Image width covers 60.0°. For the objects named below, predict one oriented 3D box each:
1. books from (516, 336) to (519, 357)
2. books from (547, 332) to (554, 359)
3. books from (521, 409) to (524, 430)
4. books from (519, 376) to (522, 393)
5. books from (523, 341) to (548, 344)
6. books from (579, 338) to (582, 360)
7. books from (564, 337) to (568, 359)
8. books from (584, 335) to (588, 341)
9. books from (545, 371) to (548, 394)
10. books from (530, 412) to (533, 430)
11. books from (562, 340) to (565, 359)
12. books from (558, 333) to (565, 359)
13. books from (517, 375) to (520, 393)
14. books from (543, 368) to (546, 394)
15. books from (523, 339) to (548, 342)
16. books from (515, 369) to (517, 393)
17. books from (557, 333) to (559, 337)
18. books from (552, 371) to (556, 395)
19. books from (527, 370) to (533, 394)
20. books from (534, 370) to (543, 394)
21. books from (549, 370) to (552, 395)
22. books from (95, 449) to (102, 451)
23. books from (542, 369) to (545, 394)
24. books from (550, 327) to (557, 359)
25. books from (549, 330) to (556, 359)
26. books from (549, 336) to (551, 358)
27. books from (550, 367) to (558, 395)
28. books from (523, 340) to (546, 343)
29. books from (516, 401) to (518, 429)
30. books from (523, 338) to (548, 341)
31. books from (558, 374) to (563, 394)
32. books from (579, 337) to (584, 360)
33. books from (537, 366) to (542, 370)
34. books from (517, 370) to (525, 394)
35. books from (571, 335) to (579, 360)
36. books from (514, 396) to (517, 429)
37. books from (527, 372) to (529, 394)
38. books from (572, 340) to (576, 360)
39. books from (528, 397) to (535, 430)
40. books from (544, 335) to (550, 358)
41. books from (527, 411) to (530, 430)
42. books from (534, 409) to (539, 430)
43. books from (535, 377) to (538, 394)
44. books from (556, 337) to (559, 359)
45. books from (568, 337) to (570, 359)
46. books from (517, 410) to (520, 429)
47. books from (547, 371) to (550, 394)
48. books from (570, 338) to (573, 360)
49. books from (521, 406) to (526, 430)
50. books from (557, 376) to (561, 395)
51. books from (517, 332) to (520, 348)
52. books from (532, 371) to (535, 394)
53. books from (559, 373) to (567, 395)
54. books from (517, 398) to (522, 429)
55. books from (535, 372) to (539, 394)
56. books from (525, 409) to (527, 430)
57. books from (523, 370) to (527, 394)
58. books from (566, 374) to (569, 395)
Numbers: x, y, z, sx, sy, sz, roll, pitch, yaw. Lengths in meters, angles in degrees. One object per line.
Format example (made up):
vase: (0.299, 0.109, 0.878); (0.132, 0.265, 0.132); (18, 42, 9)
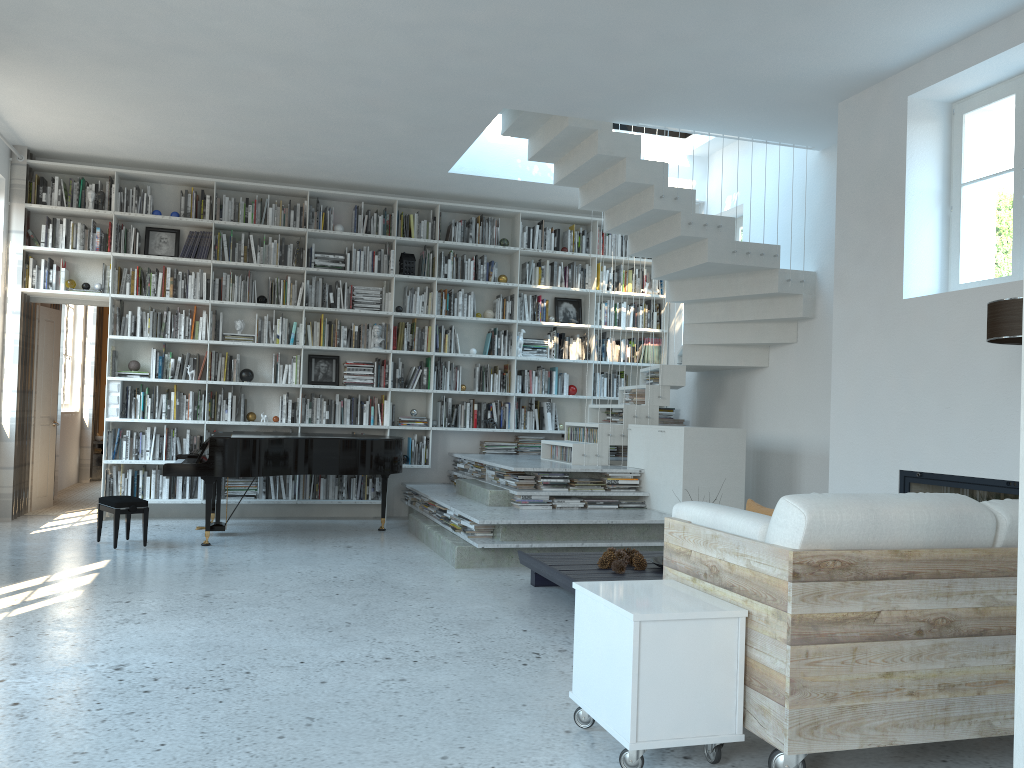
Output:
books: (0.031, -0.380, 9.126); (0.027, 0.221, 0.184); (2, -2, -17)
books: (0.398, -0.395, 9.267); (0.012, 0.285, 0.159); (2, -1, -17)
books: (0.089, 0.361, 9.161); (0.023, 0.214, 0.163); (2, -2, -17)
books: (0.063, 0.009, 9.146); (0.022, 0.184, 0.162); (2, -2, -17)
books: (0.213, -0.424, 9.206); (0.285, 0.012, 0.159); (2, -2, -15)
books: (0.688, -0.360, 9.332); (0.041, 0.239, 0.176); (2, -2, -17)
books: (0.549, -0.367, 9.302); (0.031, 0.242, 0.147); (2, -1, -17)
books: (0.784, -0.377, 9.392); (0.029, 0.283, 0.138); (2, -1, -17)
books: (0.331, -0.011, 9.236); (0.026, 0.246, 0.165); (2, -1, -17)
books: (0.180, 0.379, 9.183); (0.024, 0.185, 0.149); (2, -2, -17)
books: (0.523, -0.385, 9.317); (0.010, 0.278, 0.129); (2, -1, -17)
books: (0.498, -0.389, 9.281); (0.059, 0.282, 0.167); (2, -1, -17)
books: (0.041, 0.006, 9.142); (0.023, 0.186, 0.159); (2, -2, -17)
books: (0.315, -0.024, 9.227); (0.011, 0.272, 0.152); (2, -1, -17)
books: (0.213, -0.448, 9.207); (0.285, 0.012, 0.159); (3, -2, -19)
books: (0.022, -0.028, 9.148); (0.012, 0.254, 0.161); (2, -1, -17)
books: (0.460, -0.390, 9.283); (0.013, 0.280, 0.131); (2, -1, -17)
books: (0.410, -0.007, 9.239); (0.023, 0.244, 0.189); (2, -2, -17)
books: (0.168, -0.018, 9.168); (0.045, 0.246, 0.185); (2, -2, -17)
books: (0.269, -0.019, 9.188); (0.028, 0.255, 0.191); (2, -2, -17)
books: (0.386, -0.012, 9.258); (0.012, 0.254, 0.161); (2, -1, -17)
books: (-5.597, 0.883, 11.835); (0.133, 0.022, 0.189); (1, -2, 34)
books: (0.299, -0.021, 9.201); (0.012, 0.262, 0.186); (2, -2, -17)
books: (0.428, -0.421, 9.247); (0.010, 0.339, 0.180); (2, -1, -17)
books: (0.417, -0.402, 9.245); (0.011, 0.300, 0.184); (2, -1, -17)
books: (0.370, -0.377, 9.266); (0.023, 0.247, 0.138); (2, -1, -17)
books: (0.433, -0.029, 9.250); (0.026, 0.290, 0.181); (2, -1, -17)
books: (0.213, -0.436, 9.206); (0.254, 0.012, 0.161); (2, -2, -15)
books: (0.029, 0.322, 9.144); (0.015, 0.287, 0.138); (2, -1, -17)
books: (0.214, -0.460, 9.207); (0.285, 0.012, 0.159); (2, -2, -15)
books: (0.494, 0.010, 9.288); (0.037, 0.218, 0.139); (2, -1, -17)
books: (0.715, -0.366, 9.355); (0.024, 0.254, 0.145); (2, -1, -17)
books: (0.283, -0.040, 9.215); (0.013, 0.299, 0.147); (2, -1, -17)
books: (0.090, -0.020, 9.151); (0.047, 0.244, 0.177); (2, -2, -17)
books: (0.660, -0.377, 9.321); (0.021, 0.271, 0.191); (2, -2, -17)
books: (0.016, 0.296, 9.138); (0.014, 0.337, 0.132); (2, -1, -17)
books: (0.141, -0.008, 9.165); (0.011, 0.223, 0.163); (2, -2, -17)
books: (0.629, -0.349, 9.336); (0.025, 0.213, 0.155); (2, -2, -17)
books: (0.201, 0.306, 9.187); (0.014, 0.333, 0.168); (2, -1, -17)
books: (0.359, -0.381, 9.244); (0.012, 0.254, 0.161); (2, -1, -17)
books: (0.152, 0.377, 9.182); (0.030, 0.188, 0.140); (2, -2, -17)
books: (0.231, 0.365, 9.194); (0.052, 0.217, 0.184); (2, -2, -17)
books: (0.225, 0.016, 9.188); (0.027, 0.181, 0.186); (2, -2, -17)
books: (0.443, -0.369, 9.260); (0.030, 0.236, 0.179); (2, -2, -17)
books: (0.574, -0.369, 9.329); (0.031, 0.250, 0.133); (2, -1, -17)
books: (0.047, 0.360, 9.161); (0.033, 0.213, 0.140); (2, -1, -17)
books: (0.356, -0.012, 9.222); (0.014, 0.249, 0.177); (2, -2, -17)
books: (0.602, -0.361, 9.336); (0.028, 0.235, 0.129); (2, -1, -17)
books: (0.110, 0.347, 9.157); (0.015, 0.243, 0.156); (2, -1, -17)
books: (0.467, 0.017, 9.264); (0.030, 0.200, 0.189); (2, -2, -17)
books: (0.050, -0.401, 9.163); (0.028, 0.267, 0.138); (2, -1, -17)
books: (0.197, -0.013, 9.192); (0.026, 0.239, 0.177); (2, -2, -17)
books: (0.527, 0.003, 9.289); (0.025, 0.235, 0.181); (2, -2, -17)
books: (0.071, 0.304, 9.168); (0.013, 0.327, 0.130); (2, -1, -17)
books: (0.242, -0.006, 9.203); (0.012, 0.229, 0.179); (2, -2, -17)
books: (0.126, 0.365, 9.173); (0.025, 0.210, 0.137); (2, -1, -17)
books: (0.121, -0.020, 9.172); (0.024, 0.247, 0.143); (2, -1, -17)
books: (0.551, 0.010, 9.297); (0.027, 0.223, 0.170); (2, -2, -17)
